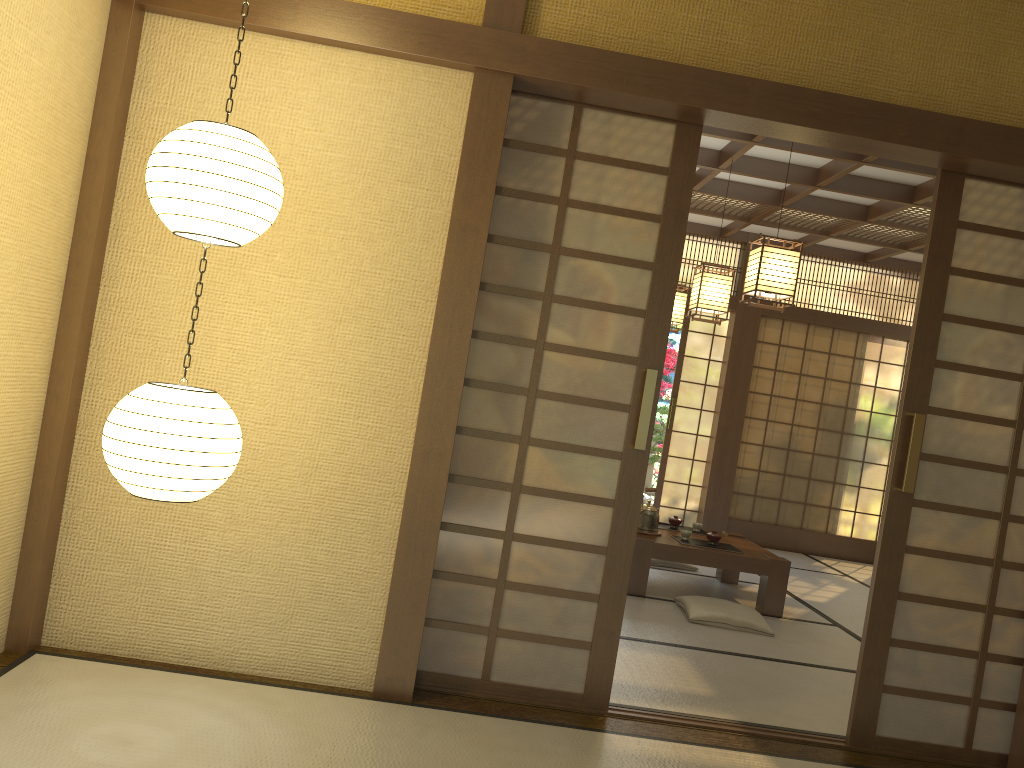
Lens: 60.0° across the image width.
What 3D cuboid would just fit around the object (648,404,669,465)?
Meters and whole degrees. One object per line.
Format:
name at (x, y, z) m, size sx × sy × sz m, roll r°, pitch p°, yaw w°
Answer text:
object at (1.527, 0.866, 10.699) m, size 1.032 × 1.362 × 0.586 m, roll 9°, pitch 0°, yaw 23°

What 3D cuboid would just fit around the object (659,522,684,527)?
object at (1.138, 1.006, 6.354) m, size 0.200 × 0.008 × 0.008 m, roll 9°, pitch 0°, yaw -7°

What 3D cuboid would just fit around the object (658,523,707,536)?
object at (1.183, 1.021, 6.261) m, size 0.400 × 0.007 × 0.300 m, roll 9°, pitch 0°, yaw -4°

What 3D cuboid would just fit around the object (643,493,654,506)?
object at (1.384, 1.402, 10.681) m, size 1.260 × 0.276 × 1.147 m, roll 9°, pitch 0°, yaw -8°

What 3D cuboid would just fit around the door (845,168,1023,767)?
door at (2.069, 0.359, 3.414) m, size 1.230 × 2.265 × 0.076 m, roll 9°, pitch 0°, yaw -4°

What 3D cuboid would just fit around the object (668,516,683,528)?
object at (1.145, 0.968, 6.230) m, size 0.100 × 0.080 × 0.100 m, roll 9°, pitch 0°, yaw -4°

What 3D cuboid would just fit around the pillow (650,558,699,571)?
pillow at (1.126, 1.325, 6.814) m, size 0.496 × 0.107 × 0.486 m, roll 9°, pitch 0°, yaw -10°

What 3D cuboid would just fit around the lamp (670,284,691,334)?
lamp at (1.334, -0.976, 7.177) m, size 0.240 × 1.129 × 0.240 m, roll 9°, pitch 0°, yaw -4°

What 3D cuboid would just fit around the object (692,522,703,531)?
object at (1.308, 1.012, 6.271) m, size 0.074 × 0.052 × 0.073 m, roll 9°, pitch 0°, yaw 40°

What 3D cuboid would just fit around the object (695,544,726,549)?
object at (1.250, 1.022, 5.579) m, size 0.200 × 0.008 × 0.008 m, roll 9°, pitch 0°, yaw -6°

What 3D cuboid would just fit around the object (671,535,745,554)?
object at (1.252, 1.030, 5.697) m, size 0.400 × 0.007 × 0.300 m, roll 9°, pitch 0°, yaw -4°

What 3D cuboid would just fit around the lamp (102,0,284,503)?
lamp at (-0.770, -0.824, 2.445) m, size 0.363 × 2.297 × 0.363 m, roll 9°, pitch 0°, yaw -4°

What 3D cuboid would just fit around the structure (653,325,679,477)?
structure at (0.801, -0.443, 12.113) m, size 3.412 × 4.004 × 3.045 m, roll 9°, pitch 0°, yaw 29°

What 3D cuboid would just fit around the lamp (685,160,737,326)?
lamp at (1.406, -0.970, 6.015) m, size 0.240 × 1.129 × 0.240 m, roll 9°, pitch 0°, yaw -4°

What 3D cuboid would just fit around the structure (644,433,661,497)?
structure at (1.409, 1.063, 11.329) m, size 7.456 × 1.136 × 0.245 m, roll 9°, pitch 0°, yaw -4°

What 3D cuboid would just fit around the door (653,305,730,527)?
door at (2.468, 0.480, 8.779) m, size 1.894 × 2.380 × 0.073 m, roll 9°, pitch 0°, yaw -4°

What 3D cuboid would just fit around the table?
table at (1.178, 1.190, 5.956) m, size 1.000 × 0.350 × 1.000 m, roll 9°, pitch 0°, yaw -4°

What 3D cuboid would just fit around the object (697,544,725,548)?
object at (1.252, 1.022, 5.592) m, size 0.200 × 0.008 × 0.008 m, roll 9°, pitch 0°, yaw -10°

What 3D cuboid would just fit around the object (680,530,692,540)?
object at (1.127, 0.980, 5.751) m, size 0.074 × 0.052 × 0.073 m, roll 9°, pitch 0°, yaw 40°

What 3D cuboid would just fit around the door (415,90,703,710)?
door at (-0.063, 0.011, 3.279) m, size 1.230 × 2.265 × 0.076 m, roll 9°, pitch 0°, yaw -4°

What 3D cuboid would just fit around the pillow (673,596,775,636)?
pillow at (1.227, 1.335, 5.178) m, size 0.486 × 0.107 × 0.496 m, roll 9°, pitch 0°, yaw 0°

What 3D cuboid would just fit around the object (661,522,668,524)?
object at (1.138, 1.007, 6.371) m, size 0.200 × 0.008 × 0.008 m, roll 9°, pitch 0°, yaw -3°

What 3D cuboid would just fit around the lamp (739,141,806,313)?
lamp at (1.478, -0.963, 4.852) m, size 0.240 × 1.129 × 0.240 m, roll 9°, pitch 0°, yaw -4°

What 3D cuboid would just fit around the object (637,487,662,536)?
object at (0.895, 0.826, 5.822) m, size 0.219 × 0.296 × 0.226 m, roll 9°, pitch 0°, yaw -9°

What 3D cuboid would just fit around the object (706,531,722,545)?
object at (1.298, 0.990, 5.711) m, size 0.100 × 0.080 × 0.100 m, roll 9°, pitch 0°, yaw -4°
